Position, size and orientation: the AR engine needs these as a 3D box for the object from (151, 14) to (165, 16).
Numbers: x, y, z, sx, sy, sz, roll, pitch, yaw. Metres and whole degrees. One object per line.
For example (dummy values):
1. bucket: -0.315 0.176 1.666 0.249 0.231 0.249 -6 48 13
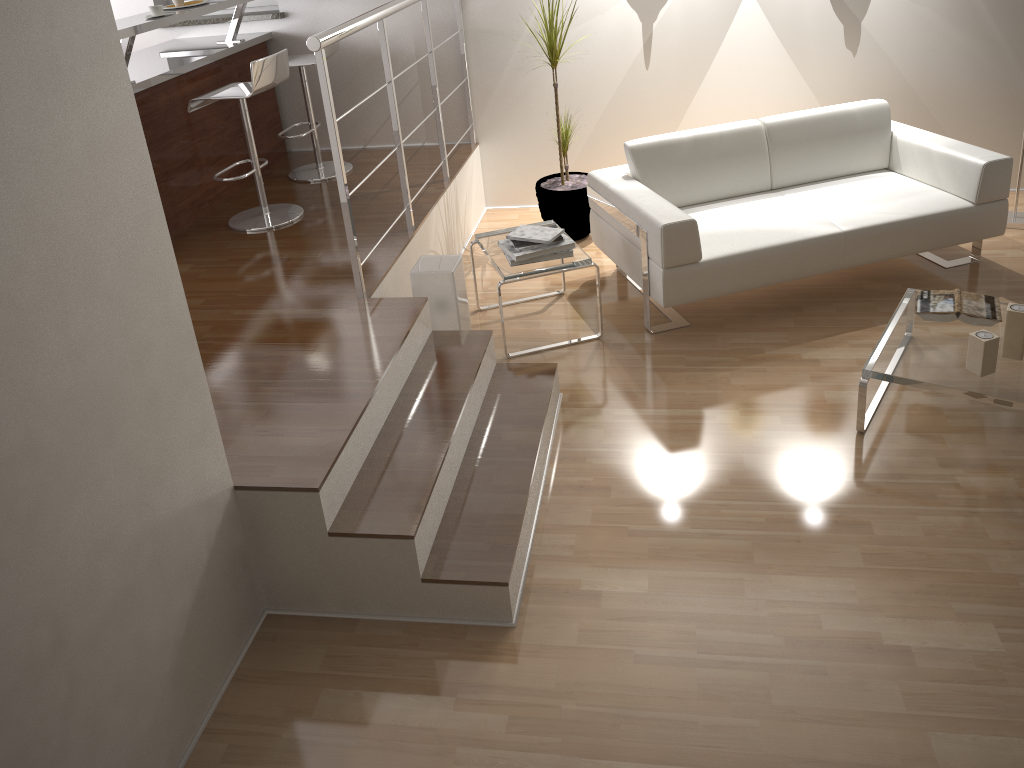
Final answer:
1. object: -1.694 -1.760 4.181 0.078 0.002 0.080 -18 31 -21

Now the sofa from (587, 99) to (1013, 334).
1. sofa: 1.363 -0.885 4.306 1.793 0.698 0.956 -12 28 -12

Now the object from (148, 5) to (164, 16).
1. object: -1.690 -1.780 4.176 0.081 0.043 0.069 -23 32 -30

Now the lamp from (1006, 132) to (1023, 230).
1. lamp: 2.719 -1.582 4.417 0.368 1.575 0.219 8 27 30

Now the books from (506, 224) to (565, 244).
1. books: 0.105 -0.672 3.917 0.219 0.014 0.159 11 33 28

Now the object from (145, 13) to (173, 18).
1. object: -1.695 -1.752 4.171 0.140 0.008 0.138 1 30 13

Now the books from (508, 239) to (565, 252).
1. books: 0.107 -0.647 3.928 0.219 0.014 0.159 -15 30 -17

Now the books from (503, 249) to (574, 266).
1. books: 0.112 -0.605 3.945 0.288 0.025 0.240 -10 29 -8

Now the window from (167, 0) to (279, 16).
1. window: -1.910 -2.969 5.502 0.843 1.195 0.150 -1 24 11

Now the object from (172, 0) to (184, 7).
1. object: -1.718 -1.983 4.541 0.129 0.039 0.149 1 29 12

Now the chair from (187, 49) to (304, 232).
1. chair: -1.314 -1.236 4.439 0.426 0.799 0.411 1 25 15

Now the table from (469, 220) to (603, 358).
1. table: 0.102 -0.464 4.108 0.467 0.377 0.581 -12 28 -12

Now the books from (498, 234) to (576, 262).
1. books: 0.109 -0.629 3.935 0.290 0.025 0.238 -15 30 -17

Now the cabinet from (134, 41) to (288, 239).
1. cabinet: -1.977 -1.359 4.871 0.633 0.706 1.964 -1 29 11

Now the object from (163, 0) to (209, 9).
1. object: -1.714 -1.995 4.607 0.218 0.010 0.328 1 30 12

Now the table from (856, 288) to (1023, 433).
1. table: 1.731 -0.038 3.197 0.711 0.235 0.832 14 34 32

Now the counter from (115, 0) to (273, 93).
1. counter: -1.938 -1.880 4.762 0.838 0.300 2.235 0 29 10

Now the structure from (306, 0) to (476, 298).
1. structure: -0.480 -1.398 4.382 0.057 0.989 2.470 -1 28 11

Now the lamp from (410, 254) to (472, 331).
1. lamp: -0.298 -0.309 3.825 0.199 0.453 0.204 -1 24 11

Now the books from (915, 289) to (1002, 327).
1. books: 1.715 -0.300 3.372 0.294 0.053 0.215 8 32 24

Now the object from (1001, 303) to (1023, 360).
1. object: 1.744 -0.187 3.031 0.068 0.185 0.070 11 29 33

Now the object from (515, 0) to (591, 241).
1. object: 0.250 -1.511 4.922 0.442 1.389 0.529 4 26 22

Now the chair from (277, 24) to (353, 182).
1. chair: -1.186 -1.653 5.164 0.425 0.799 0.411 -3 24 7

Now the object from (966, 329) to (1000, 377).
1. object: 1.593 -0.110 2.965 0.068 0.142 0.070 -14 25 -16
